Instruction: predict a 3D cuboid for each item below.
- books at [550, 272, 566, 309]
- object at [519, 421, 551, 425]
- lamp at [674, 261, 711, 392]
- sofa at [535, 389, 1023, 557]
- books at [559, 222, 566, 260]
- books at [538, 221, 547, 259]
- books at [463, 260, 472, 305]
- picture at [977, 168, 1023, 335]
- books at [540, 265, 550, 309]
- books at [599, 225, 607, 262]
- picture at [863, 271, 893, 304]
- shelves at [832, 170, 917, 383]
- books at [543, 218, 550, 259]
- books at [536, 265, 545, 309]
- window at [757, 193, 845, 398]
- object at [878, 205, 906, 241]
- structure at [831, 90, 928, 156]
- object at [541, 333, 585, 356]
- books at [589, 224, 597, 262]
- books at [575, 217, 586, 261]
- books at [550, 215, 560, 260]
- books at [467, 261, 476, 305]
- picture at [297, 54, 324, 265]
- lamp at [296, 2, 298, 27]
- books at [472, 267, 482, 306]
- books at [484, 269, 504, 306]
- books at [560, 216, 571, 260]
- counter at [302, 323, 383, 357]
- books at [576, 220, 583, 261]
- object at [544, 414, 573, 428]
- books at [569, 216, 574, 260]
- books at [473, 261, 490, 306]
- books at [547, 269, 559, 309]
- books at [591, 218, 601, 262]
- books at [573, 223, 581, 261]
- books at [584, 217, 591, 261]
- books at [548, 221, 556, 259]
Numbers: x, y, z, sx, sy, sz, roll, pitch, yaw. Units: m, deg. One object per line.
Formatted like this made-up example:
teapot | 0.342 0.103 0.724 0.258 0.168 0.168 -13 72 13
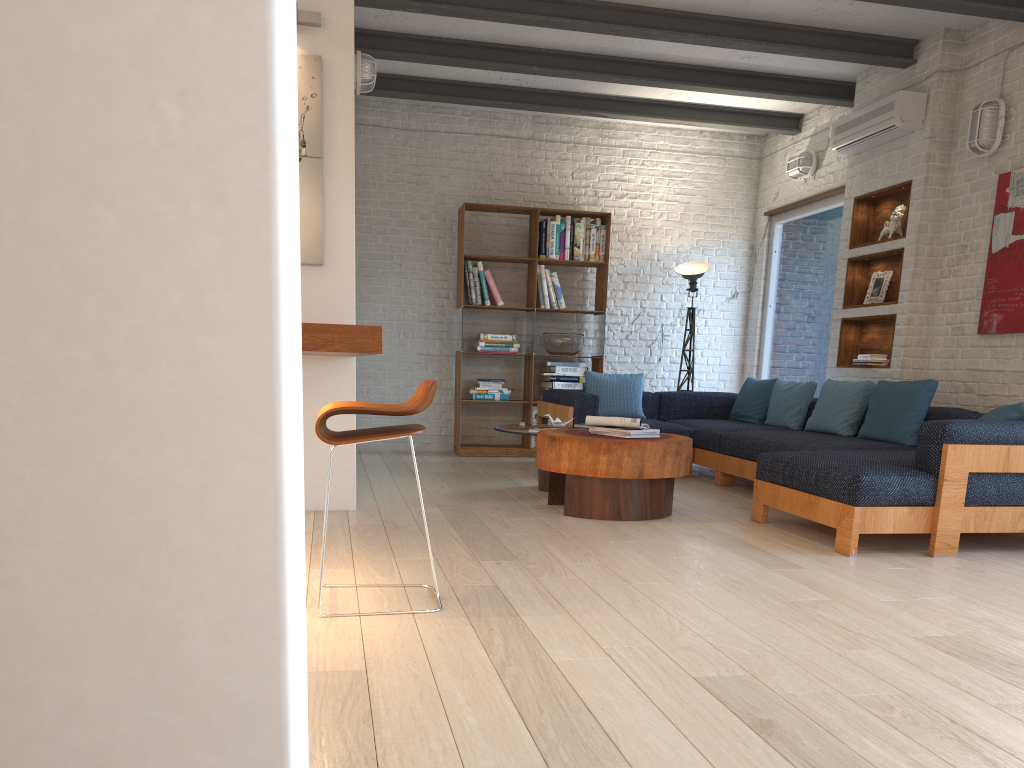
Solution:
books | 0.391 -0.843 7.966 0.158 0.337 0.248 0 8 -12
object | 0.174 0.281 6.290 0.301 0.028 0.067 1 3 -34
lamp | 1.828 -0.198 8.026 0.501 1.893 0.851 -7 13 -39
sofa | 1.631 0.432 5.952 2.080 0.675 3.867 1 2 -12
books | 0.423 -1.275 7.899 0.055 0.338 0.248 -1 8 -12
books | 0.255 -1.280 7.864 0.055 0.338 0.248 -1 8 -12
books | -0.414 -0.895 7.799 0.091 0.394 0.237 0 9 -12
picture | 3.043 -0.787 5.069 0.019 0.984 0.724 -1 8 -12
books | 0.272 -0.872 7.932 0.103 0.393 0.237 0 9 -12
books | 0.793 -1.265 7.982 0.055 0.338 0.248 -1 8 -12
picture | 2.713 -0.708 6.434 0.102 0.251 0.188 -2 8 -21
shelves | 2.713 -0.729 6.379 0.192 1.464 0.747 -1 9 -12
books | 0.294 -1.293 7.868 0.021 0.368 0.265 -1 8 -12
books | 0.231 -0.875 7.946 0.101 0.393 0.237 0 9 -12
window | 3.959 -2.307 2.174 0.647 6.544 12.069 -1 4 -12
object | 2.731 -1.148 6.249 0.112 0.249 0.210 1 7 -4
structure | 2.554 -1.820 6.128 0.200 0.224 0.797 0 2 -12
object | 0.473 -0.364 8.101 0.400 0.206 0.395 4 4 30
books | 0.702 -1.267 7.941 0.055 0.338 0.248 -1 8 -12
books | 0.618 -1.298 7.937 0.036 0.393 0.237 -1 9 -12
books | 0.381 -1.304 7.870 0.036 0.393 0.237 -1 9 -12
books | -0.379 -0.895 7.814 0.091 0.394 0.237 0 9 -12
picture | -1.296 -1.146 4.421 0.655 1.042 0.019 0 11 -11
lamp | -1.090 -1.812 4.269 0.079 0.107 0.078 4 8 16
books | -0.334 -0.868 7.848 0.102 0.342 0.248 0 8 -12
books | -0.187 -0.856 7.871 0.195 0.327 0.248 0 8 -12
books | 0.474 -1.301 7.884 0.036 0.393 0.237 -1 9 -12
counter | -1.435 0.255 3.444 1.686 0.941 2.443 1 3 -12
books | 0.592 -1.284 7.921 0.021 0.368 0.265 -1 8 -12
object | 0.330 0.257 6.141 0.186 0.093 0.190 3 3 14
books | 0.509 -1.300 7.901 0.036 0.393 0.237 -1 9 -12
books | -0.272 -0.889 7.824 0.121 0.391 0.237 0 9 -12
books | 0.341 -0.854 7.968 0.125 0.357 0.265 0 8 -12
books | 0.749 -1.294 7.951 0.036 0.393 0.237 -1 9 -12
books | 0.556 -1.271 7.902 0.055 0.338 0.248 -1 8 -12
books | 0.657 -1.296 7.932 0.036 0.393 0.237 -1 9 -12
books | 0.335 -1.277 7.862 0.055 0.338 0.248 -1 8 -12
